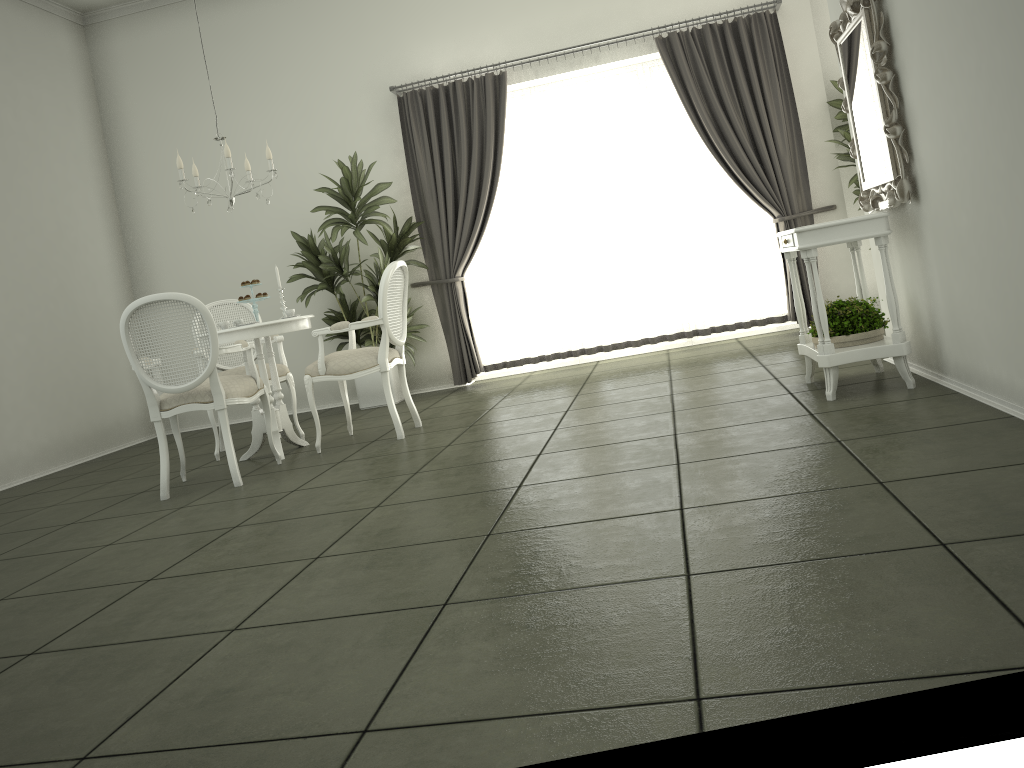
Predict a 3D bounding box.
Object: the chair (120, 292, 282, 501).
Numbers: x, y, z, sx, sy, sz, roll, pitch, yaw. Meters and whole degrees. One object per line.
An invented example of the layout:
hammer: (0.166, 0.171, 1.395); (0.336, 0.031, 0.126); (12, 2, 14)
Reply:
chair: (-1.718, 0.029, 4.821); (0.595, 1.062, 0.692); (-10, 2, 1)

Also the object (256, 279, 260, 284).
object: (-1.606, -0.643, 5.566); (0.040, 0.032, 0.039); (-13, 5, -34)

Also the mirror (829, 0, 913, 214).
mirror: (1.700, -1.434, 4.249); (0.081, 1.207, 0.843); (-10, 2, 11)

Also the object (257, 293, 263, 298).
object: (-1.573, -0.553, 5.506); (0.040, 0.032, 0.039); (-12, 4, -29)

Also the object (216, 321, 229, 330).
object: (-1.730, -0.349, 5.294); (0.062, 0.049, 0.078); (-9, 5, 20)

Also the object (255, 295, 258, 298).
object: (-1.616, -0.558, 5.625); (0.040, 0.032, 0.039); (-13, 5, -39)

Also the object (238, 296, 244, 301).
object: (-1.696, -0.533, 5.527); (0.040, 0.032, 0.039); (-12, 4, -29)

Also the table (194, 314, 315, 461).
table: (-1.538, 0.037, 5.541); (0.738, 0.828, 0.744); (-10, 3, 7)

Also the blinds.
blinds: (0.810, -1.497, 7.494); (3.649, 2.600, 0.663); (-10, 1, 10)

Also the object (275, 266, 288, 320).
object: (-1.495, -0.596, 5.707); (0.088, 0.364, 0.087); (-10, 1, -12)

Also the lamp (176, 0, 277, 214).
lamp: (-1.949, -2.291, 5.507); (0.594, 2.435, 0.593); (-10, 1, -12)

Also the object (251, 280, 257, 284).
object: (-1.613, -0.638, 5.525); (0.039, 0.032, 0.040); (-9, 4, 16)

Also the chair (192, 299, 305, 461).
chair: (-1.889, -0.081, 6.152); (0.599, 1.062, 0.687); (-11, 2, -24)

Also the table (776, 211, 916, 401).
table: (1.604, -0.388, 4.302); (0.431, 0.804, 0.702); (-10, 3, 10)

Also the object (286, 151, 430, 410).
object: (-1.305, -0.851, 7.444); (1.154, 2.093, 1.049); (-9, 2, 28)

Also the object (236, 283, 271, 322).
object: (-1.619, -0.498, 5.553); (0.209, 0.248, 0.213); (-8, 4, 43)

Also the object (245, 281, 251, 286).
object: (-1.651, -0.629, 5.511); (0.039, 0.032, 0.040); (-8, 5, 31)

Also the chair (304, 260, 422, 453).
chair: (-0.911, -0.189, 5.503); (0.688, 1.062, 0.598); (-10, 2, 11)

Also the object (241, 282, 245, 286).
object: (-1.682, -0.626, 5.537); (0.039, 0.032, 0.040); (-7, 5, 41)

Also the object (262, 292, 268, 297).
object: (-1.561, -0.563, 5.578); (0.039, 0.032, 0.040); (-8, 5, 31)

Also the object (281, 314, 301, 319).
object: (-1.389, -0.419, 5.547); (0.118, 0.016, 0.119); (-10, 6, 0)

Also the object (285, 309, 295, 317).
object: (-1.388, -0.444, 5.552); (0.062, 0.049, 0.078); (-7, 6, 43)

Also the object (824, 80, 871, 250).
object: (3.133, -1.591, 6.841); (1.154, 2.093, 1.049); (-9, 2, 28)

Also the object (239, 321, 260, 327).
object: (-1.577, -0.359, 5.302); (0.118, 0.016, 0.119); (-10, 6, 0)

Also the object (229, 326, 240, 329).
object: (-1.763, -0.368, 5.704); (0.118, 0.016, 0.119); (-9, 6, 10)

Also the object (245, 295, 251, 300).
object: (-1.640, -0.538, 5.480); (0.040, 0.032, 0.039); (-12, 4, -24)

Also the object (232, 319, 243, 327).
object: (-1.765, -0.391, 5.696); (0.062, 0.049, 0.078); (-11, 4, -10)

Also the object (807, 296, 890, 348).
object: (1.627, -0.316, 4.302); (0.373, 0.231, 0.348); (-10, 4, 6)
